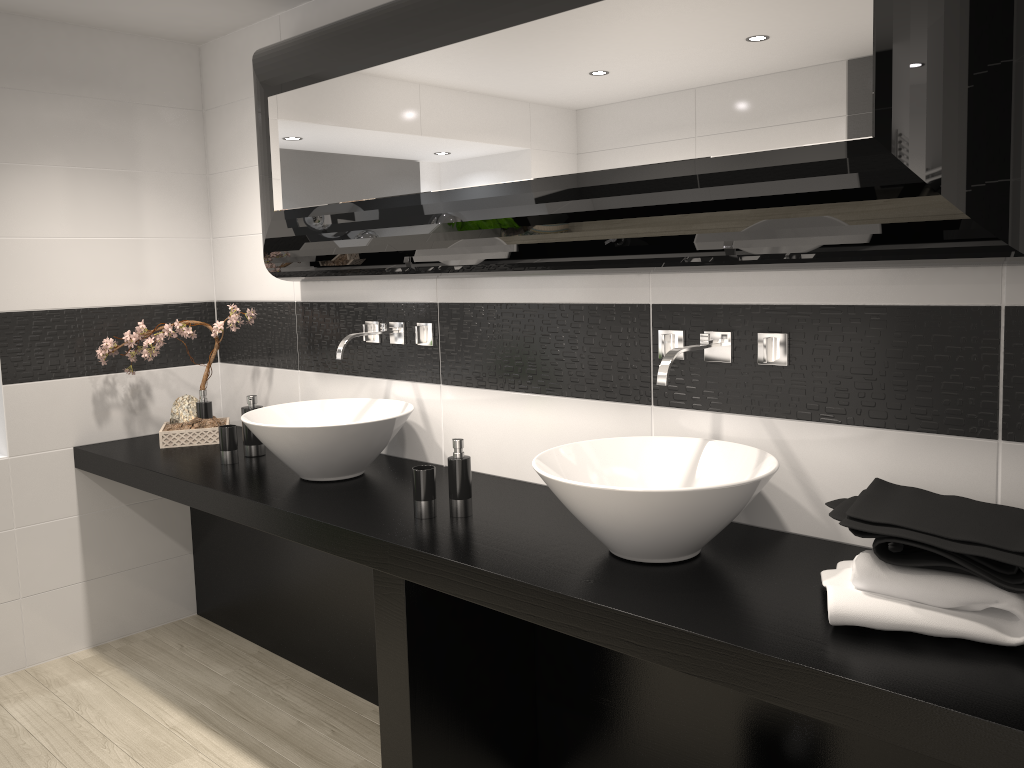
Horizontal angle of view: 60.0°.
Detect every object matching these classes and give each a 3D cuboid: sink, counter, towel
[{"bbox_3d":[0.329,0.278,2.057,0.559,0.211,0.561,1,8,22],"label":"sink"},{"bbox_3d":[-0.600,0.193,2.934,0.559,0.211,0.561,-2,7,-3],"label":"sink"},{"bbox_3d":[-0.150,0.388,2.501,3.849,0.084,0.657,5,10,43],"label":"counter"},{"bbox_3d":[0.782,0.362,1.687,0.390,0.132,0.407,2,8,28],"label":"towel"},{"bbox_3d":[0.813,0.290,1.696,0.388,0.131,0.407,2,8,30],"label":"towel"}]

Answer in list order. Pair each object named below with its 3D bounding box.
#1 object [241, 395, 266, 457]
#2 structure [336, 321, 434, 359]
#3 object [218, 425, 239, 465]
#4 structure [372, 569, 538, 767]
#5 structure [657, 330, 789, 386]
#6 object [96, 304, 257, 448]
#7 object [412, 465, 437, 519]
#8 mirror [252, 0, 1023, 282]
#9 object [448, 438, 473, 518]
[{"bbox_3d":[-0.963,0.154,3.299,0.079,0.220,0.079,2,7,33],"label":"object"},{"bbox_3d":[-0.485,-0.150,3.033,0.367,0.108,0.260,5,10,43],"label":"structure"},{"bbox_3d":[-1.016,0.217,3.176,0.063,0.133,0.063,-3,6,-12],"label":"object"},{"bbox_3d":[-0.139,0.824,2.418,0.126,0.759,0.465,4,8,43],"label":"structure"},{"bbox_3d":[0.443,-0.065,2.158,0.367,0.108,0.260,5,10,43],"label":"structure"},{"bbox_3d":[-1.352,-0.040,3.616,0.628,0.559,0.261,-4,6,-16],"label":"object"},{"bbox_3d":[-0.237,0.293,2.408,0.063,0.133,0.063,-3,6,-12],"label":"object"},{"bbox_3d":[0.006,-0.751,2.487,2.617,0.898,0.259,5,9,43],"label":"mirror"},{"bbox_3d":[-0.142,0.253,2.406,0.063,0.207,0.063,1,6,23],"label":"object"}]
